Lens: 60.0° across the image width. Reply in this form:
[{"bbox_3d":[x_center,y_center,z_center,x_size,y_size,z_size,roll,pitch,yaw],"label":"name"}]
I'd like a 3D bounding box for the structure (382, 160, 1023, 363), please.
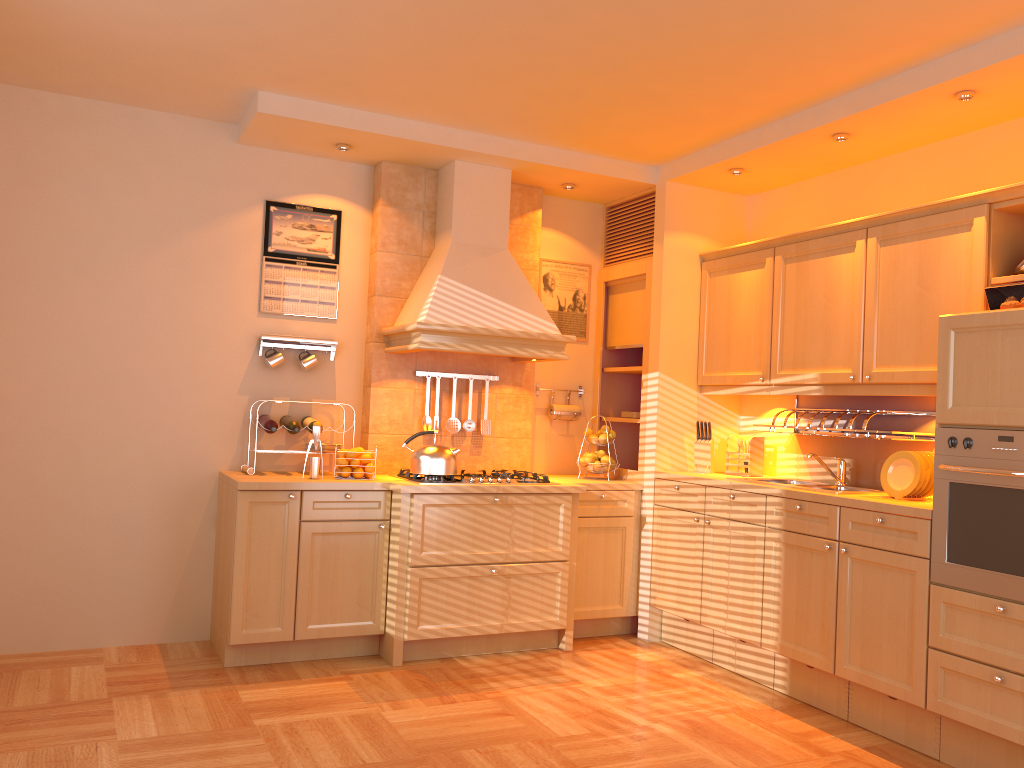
[{"bbox_3d":[1.092,-0.602,3.843,4.091,1.148,1.061,1,-2,38],"label":"structure"}]

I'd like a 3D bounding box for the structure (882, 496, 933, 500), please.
[{"bbox_3d":[1.702,0.489,3.803,0.219,0.010,0.084,3,-2,-23],"label":"structure"}]

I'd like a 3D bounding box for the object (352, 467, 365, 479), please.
[{"bbox_3d":[-0.779,0.452,4.490,0.074,0.063,0.064,1,-2,44],"label":"object"}]

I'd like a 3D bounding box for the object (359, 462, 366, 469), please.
[{"bbox_3d":[-0.765,0.416,4.546,0.062,0.053,0.051,2,-2,32],"label":"object"}]

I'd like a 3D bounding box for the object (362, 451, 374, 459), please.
[{"bbox_3d":[-0.741,0.371,4.564,0.063,0.053,0.051,1,-2,37],"label":"object"}]

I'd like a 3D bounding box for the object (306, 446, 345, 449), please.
[{"bbox_3d":[-0.998,0.336,4.701,0.172,0.011,0.163,1,-2,33],"label":"object"}]

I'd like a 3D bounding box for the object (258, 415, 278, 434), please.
[{"bbox_3d":[-1.255,0.208,4.581,0.076,0.095,0.282,3,-2,-26],"label":"object"}]

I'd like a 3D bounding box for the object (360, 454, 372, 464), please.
[{"bbox_3d":[-0.744,0.381,4.506,0.053,0.052,0.061,1,-2,37],"label":"object"}]

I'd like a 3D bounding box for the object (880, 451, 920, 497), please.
[{"bbox_3d":[1.659,0.385,3.788,0.049,0.200,0.205,3,-2,-24],"label":"object"}]

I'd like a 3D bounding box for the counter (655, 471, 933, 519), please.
[{"bbox_3d":[1.464,0.517,4.306,0.600,0.038,1.800,3,-2,-26],"label":"counter"}]

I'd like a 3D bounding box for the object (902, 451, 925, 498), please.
[{"bbox_3d":[1.684,0.387,3.799,0.049,0.200,0.205,3,-2,-24],"label":"object"}]

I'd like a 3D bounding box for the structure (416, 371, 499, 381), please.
[{"bbox_3d":[-0.305,-0.045,5.025,0.506,0.024,0.009,3,-2,-26],"label":"structure"}]

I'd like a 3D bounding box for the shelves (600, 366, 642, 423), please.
[{"bbox_3d":[0.915,0.262,5.486,0.582,0.702,0.600,3,-2,-26],"label":"shelves"}]

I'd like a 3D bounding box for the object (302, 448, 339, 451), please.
[{"bbox_3d":[-0.999,0.350,4.700,0.172,0.011,0.163,1,-2,33],"label":"object"}]

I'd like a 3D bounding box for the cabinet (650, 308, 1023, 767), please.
[{"bbox_3d":[1.712,0.601,3.759,0.625,1.700,3.000,3,-2,-26],"label":"cabinet"}]

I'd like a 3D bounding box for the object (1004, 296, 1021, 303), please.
[{"bbox_3d":[1.884,-0.299,3.347,0.069,0.064,0.055,3,-2,-21],"label":"object"}]

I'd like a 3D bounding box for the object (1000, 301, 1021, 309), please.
[{"bbox_3d":[1.840,-0.288,3.268,0.069,0.034,0.066,3,-2,-8],"label":"object"}]

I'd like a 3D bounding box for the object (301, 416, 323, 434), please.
[{"bbox_3d":[-1.047,0.220,4.682,0.076,0.095,0.282,3,-2,-26],"label":"object"}]

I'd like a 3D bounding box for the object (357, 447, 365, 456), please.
[{"bbox_3d":[-0.791,0.357,4.609,0.059,0.060,0.050,2,-2,24],"label":"object"}]

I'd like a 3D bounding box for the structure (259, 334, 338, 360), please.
[{"bbox_3d":[-1.149,-0.200,4.778,0.405,0.118,0.069,3,-2,-26],"label":"structure"}]

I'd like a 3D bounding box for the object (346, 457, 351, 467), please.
[{"bbox_3d":[-0.837,0.395,4.520,0.051,0.053,0.064,2,-2,27],"label":"object"}]

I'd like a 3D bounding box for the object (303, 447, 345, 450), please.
[{"bbox_3d":[-0.999,0.343,4.700,0.172,0.011,0.163,1,-2,33],"label":"object"}]

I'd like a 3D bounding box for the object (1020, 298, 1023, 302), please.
[{"bbox_3d":[1.899,-0.298,3.248,0.056,0.056,0.065,4,-2,-42],"label":"object"}]

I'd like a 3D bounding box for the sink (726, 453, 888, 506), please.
[{"bbox_3d":[1.463,0.504,4.306,0.465,0.336,0.746,3,-2,-26],"label":"sink"}]

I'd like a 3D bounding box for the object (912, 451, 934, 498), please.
[{"bbox_3d":[1.736,0.390,3.821,0.049,0.200,0.205,3,-2,-24],"label":"object"}]

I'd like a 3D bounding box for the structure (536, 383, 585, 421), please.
[{"bbox_3d":[0.317,0.114,5.459,0.320,0.220,0.126,3,-2,-26],"label":"structure"}]

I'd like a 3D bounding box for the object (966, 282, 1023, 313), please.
[{"bbox_3d":[1.923,-0.317,3.264,0.280,0.123,0.400,3,-2,-25],"label":"object"}]

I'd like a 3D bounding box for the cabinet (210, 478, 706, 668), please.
[{"bbox_3d":[-0.020,0.982,4.724,2.850,0.840,1.141,3,-2,-26],"label":"cabinet"}]

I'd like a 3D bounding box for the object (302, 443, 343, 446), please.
[{"bbox_3d":[-0.998,0.323,4.701,0.172,0.011,0.163,1,-2,33],"label":"object"}]

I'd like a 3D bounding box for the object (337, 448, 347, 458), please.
[{"bbox_3d":[-0.859,0.356,4.493,0.057,0.060,0.052,2,-2,12],"label":"object"}]

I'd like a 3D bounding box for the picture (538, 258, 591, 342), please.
[{"bbox_3d":[0.326,-0.522,5.535,0.366,0.491,0.007,3,-2,-26],"label":"picture"}]

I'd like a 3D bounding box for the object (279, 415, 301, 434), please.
[{"bbox_3d":[-1.151,0.214,4.631,0.076,0.095,0.282,3,-2,-26],"label":"object"}]

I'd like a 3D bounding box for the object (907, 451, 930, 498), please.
[{"bbox_3d":[1.710,0.388,3.810,0.049,0.200,0.205,3,-2,-24],"label":"object"}]

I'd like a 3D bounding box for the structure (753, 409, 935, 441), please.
[{"bbox_3d":[1.614,0.195,4.381,0.300,0.126,0.900,3,-2,-26],"label":"structure"}]

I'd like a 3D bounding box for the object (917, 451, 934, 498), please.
[{"bbox_3d":[1.761,0.391,3.832,0.049,0.200,0.205,3,-2,-24],"label":"object"}]

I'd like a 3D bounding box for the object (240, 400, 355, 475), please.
[{"bbox_3d":[-1.106,0.283,4.661,0.572,0.379,0.221,3,-2,-26],"label":"object"}]

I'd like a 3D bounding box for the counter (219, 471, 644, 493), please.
[{"bbox_3d":[-0.351,0.529,4.773,2.250,0.038,0.770,3,-2,-26],"label":"counter"}]

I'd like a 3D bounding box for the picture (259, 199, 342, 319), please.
[{"bbox_3d":[-1.143,-0.672,4.818,0.417,0.605,0.009,3,-2,-26],"label":"picture"}]

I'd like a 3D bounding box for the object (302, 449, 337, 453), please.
[{"bbox_3d":[-0.999,0.356,4.700,0.172,0.011,0.163,1,-2,33],"label":"object"}]

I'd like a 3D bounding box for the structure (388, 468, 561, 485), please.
[{"bbox_3d":[-0.204,0.493,4.761,0.797,0.051,0.494,3,-2,-26],"label":"structure"}]

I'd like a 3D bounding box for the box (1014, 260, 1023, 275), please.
[{"bbox_3d":[2.037,-0.480,3.464,0.117,0.129,0.098,2,-2,10],"label":"box"}]

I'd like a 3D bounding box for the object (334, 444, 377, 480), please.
[{"bbox_3d":[-0.802,0.396,4.542,0.207,0.174,0.189,3,-2,-11],"label":"object"}]

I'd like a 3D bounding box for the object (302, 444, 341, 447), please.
[{"bbox_3d":[-0.998,0.330,4.701,0.172,0.011,0.163,1,-2,33],"label":"object"}]

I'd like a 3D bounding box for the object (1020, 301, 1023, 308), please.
[{"bbox_3d":[1.868,-0.291,3.197,0.062,0.036,0.065,3,-2,-13],"label":"object"}]

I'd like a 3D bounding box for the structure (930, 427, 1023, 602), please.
[{"bbox_3d":[1.711,0.454,3.101,0.066,0.583,0.576,3,-2,-26],"label":"structure"}]

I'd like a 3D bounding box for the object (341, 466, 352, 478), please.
[{"bbox_3d":[-0.835,0.443,4.468,0.052,0.057,0.060,2,-2,26],"label":"object"}]

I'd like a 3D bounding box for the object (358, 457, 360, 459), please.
[{"bbox_3d":[-0.813,0.385,4.576,0.061,0.051,0.055,2,-2,18],"label":"object"}]

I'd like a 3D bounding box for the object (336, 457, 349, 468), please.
[{"bbox_3d":[-0.853,0.395,4.465,0.063,0.051,0.053,3,-2,-7],"label":"object"}]

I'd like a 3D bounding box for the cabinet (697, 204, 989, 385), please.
[{"bbox_3d":[1.624,-0.347,4.390,0.332,0.712,1.792,3,-2,-26],"label":"cabinet"}]

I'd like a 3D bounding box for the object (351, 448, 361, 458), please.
[{"bbox_3d":[-0.804,0.352,4.534,0.063,0.053,0.051,2,-2,26],"label":"object"}]

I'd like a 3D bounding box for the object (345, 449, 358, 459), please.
[{"bbox_3d":[-0.810,0.354,4.475,0.063,0.051,0.053,3,-2,-18],"label":"object"}]

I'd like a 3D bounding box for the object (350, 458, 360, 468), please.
[{"bbox_3d":[-0.794,0.400,4.484,0.052,0.053,0.062,3,-2,-4],"label":"object"}]
